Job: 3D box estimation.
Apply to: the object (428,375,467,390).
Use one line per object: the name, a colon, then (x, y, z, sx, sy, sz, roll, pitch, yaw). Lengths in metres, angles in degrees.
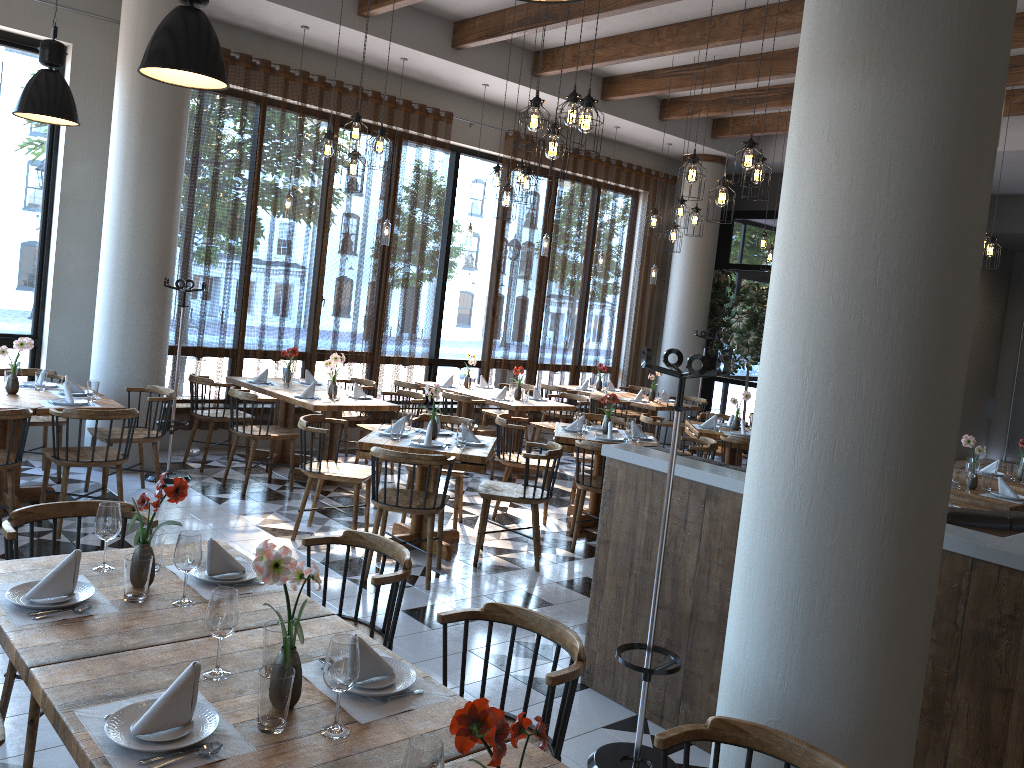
object: (-0.699, -0.035, 9.692, 0.271, 0.137, 0.353, 2, 7, -42)

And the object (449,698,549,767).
object: (-0.032, 0.698, 1.470, 0.171, 0.354, 0.156, 6, 3, -4)

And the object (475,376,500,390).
object: (-0.306, -0.026, 10.052, 0.271, 0.137, 0.353, 2, 7, -42)

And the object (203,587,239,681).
object: (-0.727, 0.622, 2.214, 0.081, 0.215, 0.081, 7, 3, 11)

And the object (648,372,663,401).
object: (1.718, 0.010, 10.646, 0.147, 0.399, 0.206, 9, 4, 40)

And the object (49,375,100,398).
object: (-3.132, 0.008, 6.358, 0.271, 0.137, 0.353, 2, 7, -42)

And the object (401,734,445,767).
object: (-0.165, 0.743, 1.580, 0.081, 0.215, 0.081, 9, 4, 39)

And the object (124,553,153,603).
object: (-1.119, 0.580, 2.643, 0.080, 0.132, 0.080, 6, 4, -7)

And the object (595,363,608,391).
object: (1.148, -0.094, 11.326, 0.156, 0.354, 0.171, 8, 4, 24)

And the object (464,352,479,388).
object: (-0.459, -0.159, 9.880, 0.146, 0.399, 0.207, 4, 4, -38)

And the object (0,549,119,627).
object: (-1.338, 0.559, 2.586, 0.271, 0.137, 0.353, 2, 7, -42)

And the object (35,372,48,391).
object: (-3.381, -0.017, 6.354, 0.080, 0.132, 0.080, 9, 4, 33)

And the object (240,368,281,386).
object: (-2.332, -0.078, 8.226, 0.271, 0.137, 0.353, 2, 7, -42)

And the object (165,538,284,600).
object: (-0.942, 0.570, 2.929, 0.271, 0.137, 0.353, 2, 7, -42)

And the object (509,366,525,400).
object: (0.052, -0.014, 9.175, 0.156, 0.354, 0.171, 8, 4, 27)

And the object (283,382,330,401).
object: (-1.746, 0.048, 7.565, 0.271, 0.137, 0.353, 2, 7, -42)

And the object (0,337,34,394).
object: (-3.404, -0.127, 6.064, 0.206, 0.399, 0.147, 4, 4, -37)

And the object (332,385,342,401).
object: (-1.497, 0.078, 7.565, 0.080, 0.132, 0.080, 9, 4, 33)

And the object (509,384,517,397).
object: (0.006, 0.068, 9.443, 0.080, 0.132, 0.080, 9, 4, 33)

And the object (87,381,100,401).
object: (-2.936, 0.047, 6.203, 0.080, 0.132, 0.080, 9, 4, 33)

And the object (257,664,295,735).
object: (-0.532, 0.707, 1.982, 0.080, 0.132, 0.080, 4, 4, -27)

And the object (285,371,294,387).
object: (-2.070, -0.045, 8.210, 0.080, 0.132, 0.080, 5, 4, -17)

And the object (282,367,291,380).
object: (-2.198, -0.098, 8.625, 0.080, 0.132, 0.080, 5, 4, -17)

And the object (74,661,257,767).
object: (-0.751, 0.685, 1.924, 0.271, 0.137, 0.353, 2, 7, -42)

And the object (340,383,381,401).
object: (-1.353, 0.058, 7.925, 0.271, 0.137, 0.353, 2, 7, -42)

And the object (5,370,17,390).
object: (-3.544, -0.026, 6.258, 0.080, 0.132, 0.080, 9, 4, 33)

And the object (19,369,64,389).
object: (-3.486, -0.050, 6.558, 0.351, 0.137, 0.273, 2, 7, -42)

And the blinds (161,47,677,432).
blinds: (-0.556, -1.276, 10.394, 7.257, 3.573, 0.160, 2, 5, -42)

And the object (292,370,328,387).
object: (-1.940, -0.069, 8.586, 0.271, 0.137, 0.353, 2, 7, -42)

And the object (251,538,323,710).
object: (-0.544, 0.560, 2.091, 0.146, 0.399, 0.207, 7, 3, 7)

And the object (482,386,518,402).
object: (-0.112, 0.091, 9.031, 0.271, 0.137, 0.353, 2, 7, -42)

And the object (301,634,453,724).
object: (-0.355, 0.697, 2.268, 0.271, 0.137, 0.353, 2, 7, -42)

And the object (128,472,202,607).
object: (-1.064, 0.467, 2.715, 0.166, 0.354, 0.296, 4, 5, -37)

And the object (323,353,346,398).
object: (-1.558, -0.078, 7.721, 0.207, 0.399, 0.146, 7, 3, 12)

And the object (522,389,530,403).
object: (0.134, 0.121, 9.029, 0.080, 0.132, 0.080, 9, 4, 33)

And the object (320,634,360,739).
object: (-0.388, 0.679, 1.996, 0.081, 0.215, 0.081, 9, 4, 39)

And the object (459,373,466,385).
object: (-0.567, -0.055, 10.089, 0.080, 0.132, 0.080, 6, 4, -7)

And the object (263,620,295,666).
object: (-0.594, 0.676, 2.241, 0.080, 0.132, 0.080, 6, 4, -12)

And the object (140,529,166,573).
object: (-1.181, 0.549, 2.902, 0.080, 0.132, 0.080, 6, 4, -12)

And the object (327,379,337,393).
object: (-1.625, 0.025, 7.979, 0.080, 0.132, 0.080, 9, 4, 33)

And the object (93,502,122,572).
object: (-1.314, 0.495, 2.875, 0.081, 0.215, 0.081, 7, 3, 11)

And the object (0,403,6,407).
object: (-3.402, 0.052, 5.565, 0.351, 0.137, 0.273, 2, 7, -42)

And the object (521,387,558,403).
object: (0.280, 0.101, 9.391, 0.271, 0.137, 0.353, 2, 7, -42)

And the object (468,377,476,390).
object: (-0.438, -0.002, 9.674, 0.080, 0.132, 0.080, 6, 4, -7)

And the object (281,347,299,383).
object: (-2.105, -0.175, 8.353, 0.156, 0.354, 0.171, 5, 4, -19)

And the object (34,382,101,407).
object: (-2.975, 0.064, 5.947, 0.351, 0.137, 0.273, 2, 7, -42)
